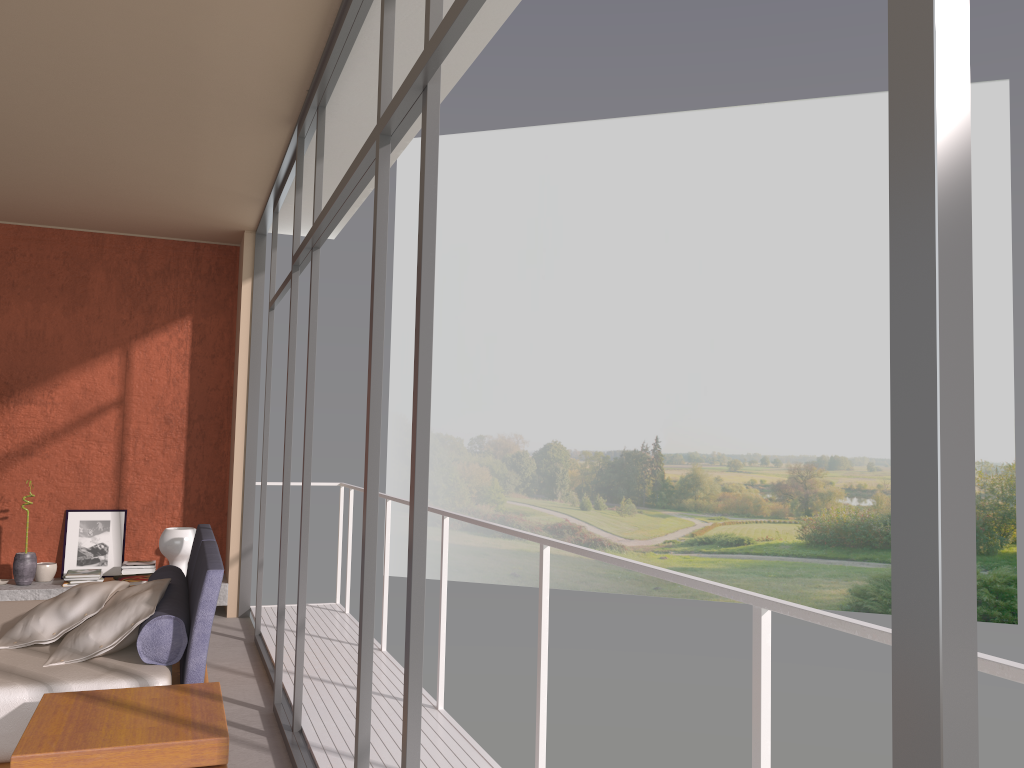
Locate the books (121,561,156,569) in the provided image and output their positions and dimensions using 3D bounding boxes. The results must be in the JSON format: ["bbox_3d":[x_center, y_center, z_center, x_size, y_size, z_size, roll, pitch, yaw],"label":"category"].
[{"bbox_3d":[-2.991,1.449,7.108,0.247,0.025,0.287,3,-4,-21],"label":"books"}]

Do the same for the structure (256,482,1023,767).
[{"bbox_3d":[-0.432,1.104,3.793,0.728,1.005,7.689,3,-4,-20],"label":"structure"}]

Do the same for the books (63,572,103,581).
[{"bbox_3d":[-3.369,1.512,6.978,0.247,0.025,0.287,3,-4,-18],"label":"books"}]

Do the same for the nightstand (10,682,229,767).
[{"bbox_3d":[-1.201,1.307,2.753,0.562,0.556,0.628,3,-4,-20],"label":"nightstand"}]

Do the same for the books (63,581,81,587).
[{"bbox_3d":[-3.387,1.557,6.975,0.247,0.025,0.287,3,-4,-24],"label":"books"}]

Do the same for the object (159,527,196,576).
[{"bbox_3d":[-1.926,1.006,5.129,0.224,0.338,0.224,2,-4,-9],"label":"object"}]

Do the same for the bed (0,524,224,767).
[{"bbox_3d":[-2.549,1.148,3.687,2.462,0.959,2.017,3,-4,-20],"label":"bed"}]

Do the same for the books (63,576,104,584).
[{"bbox_3d":[-3.378,1.535,6.989,0.247,0.018,0.328,4,-5,-36],"label":"books"}]

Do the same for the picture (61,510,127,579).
[{"bbox_3d":[-3.426,1.312,7.282,0.458,0.550,0.117,3,-4,-20],"label":"picture"}]

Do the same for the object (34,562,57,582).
[{"bbox_3d":[-3.720,1.499,7.050,0.179,0.137,0.180,2,-4,-8],"label":"object"}]

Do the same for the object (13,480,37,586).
[{"bbox_3d":[-3.760,1.148,6.875,0.165,0.810,0.165,1,-4,3],"label":"object"}]

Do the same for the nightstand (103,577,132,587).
[{"bbox_3d":[-2.130,1.459,5.220,0.562,0.556,0.628,3,-4,-20],"label":"nightstand"}]

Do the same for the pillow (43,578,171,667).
[{"bbox_3d":[-1.666,0.984,3.723,0.400,0.265,0.791,3,-4,-18],"label":"pillow"}]

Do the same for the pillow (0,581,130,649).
[{"bbox_3d":[-1.965,1.005,3.992,0.431,0.264,0.869,2,-4,-13],"label":"pillow"}]

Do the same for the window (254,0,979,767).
[{"bbox_3d":[-0.715,0.092,3.541,0.075,3.133,6.106,3,-4,-20],"label":"window"}]

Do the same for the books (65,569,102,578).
[{"bbox_3d":[-3.371,1.491,6.984,0.247,0.018,0.328,3,-4,-24],"label":"books"}]

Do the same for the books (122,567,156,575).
[{"bbox_3d":[-2.989,1.480,7.100,0.247,0.038,0.319,3,-4,-23],"label":"books"}]

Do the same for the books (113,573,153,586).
[{"bbox_3d":[-2.221,1.172,5.323,0.247,0.025,0.287,5,-5,-40],"label":"books"}]

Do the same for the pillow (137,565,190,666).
[{"bbox_3d":[-1.574,1.018,4.048,0.205,0.201,1.470,3,-4,-20],"label":"pillow"}]

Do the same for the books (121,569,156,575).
[{"bbox_3d":[-2.990,1.512,7.098,0.247,0.027,0.328,3,-4,-19],"label":"books"}]

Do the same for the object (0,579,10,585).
[{"bbox_3d":[-3.957,1.535,6.836,0.152,0.040,0.152,0,-4,14],"label":"object"}]
